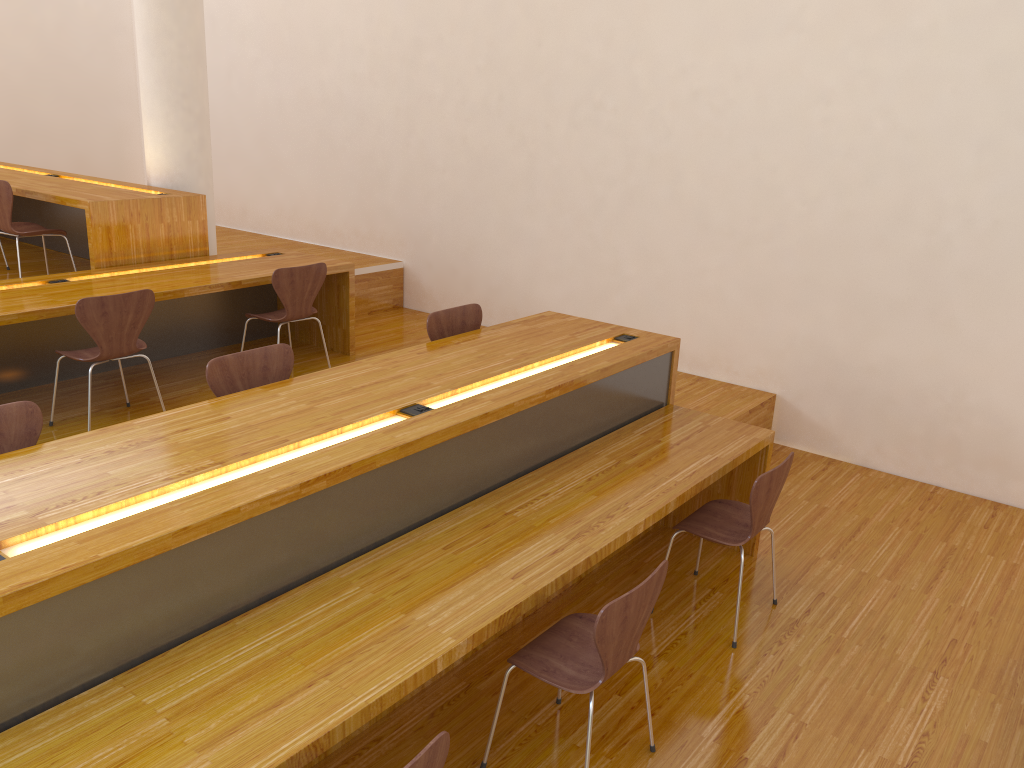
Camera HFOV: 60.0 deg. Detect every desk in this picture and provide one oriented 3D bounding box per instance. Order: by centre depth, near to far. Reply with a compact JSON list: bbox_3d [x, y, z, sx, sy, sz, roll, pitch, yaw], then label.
[{"bbox_3d":[-0.300,0.542,3.133,1.285,0.918,3.236,15,21,35],"label":"desk"},{"bbox_3d":[-2.281,-0.224,4.733,0.760,0.606,3.185,15,21,35],"label":"desk"},{"bbox_3d":[-3.431,-1.165,6.275,3.185,0.606,0.760,15,21,35],"label":"desk"}]

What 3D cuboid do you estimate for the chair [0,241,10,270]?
[{"bbox_3d":[-3.706,-1.117,5.951,0.428,0.693,0.381,15,21,35],"label":"chair"}]

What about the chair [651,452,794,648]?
[{"bbox_3d":[0.842,0.588,3.527,0.381,0.693,0.428,15,21,35],"label":"chair"}]

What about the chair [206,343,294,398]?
[{"bbox_3d":[-0.858,0.243,3.315,0.381,0.693,0.428,15,21,35],"label":"chair"}]

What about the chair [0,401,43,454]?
[{"bbox_3d":[-1.446,0.451,2.570,0.381,0.693,0.428,15,21,35],"label":"chair"}]

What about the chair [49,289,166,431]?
[{"bbox_3d":[-1.988,-0.129,4.319,0.381,0.693,0.428,15,21,35],"label":"chair"}]

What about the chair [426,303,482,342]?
[{"bbox_3d":[-0.149,0.012,4.150,0.381,0.693,0.428,15,21,35],"label":"chair"}]

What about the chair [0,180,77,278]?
[{"bbox_3d":[-2.935,-0.905,5.400,0.428,0.693,0.381,15,21,35],"label":"chair"}]

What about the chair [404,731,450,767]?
[{"bbox_3d":[-0.394,1.043,1.903,0.381,0.693,0.428,15,21,35],"label":"chair"}]

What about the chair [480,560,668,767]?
[{"bbox_3d":[0.195,0.836,2.648,0.381,0.693,0.428,15,21,35],"label":"chair"}]

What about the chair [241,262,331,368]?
[{"bbox_3d":[-1.341,-0.377,5.198,0.381,0.693,0.428,15,21,35],"label":"chair"}]
